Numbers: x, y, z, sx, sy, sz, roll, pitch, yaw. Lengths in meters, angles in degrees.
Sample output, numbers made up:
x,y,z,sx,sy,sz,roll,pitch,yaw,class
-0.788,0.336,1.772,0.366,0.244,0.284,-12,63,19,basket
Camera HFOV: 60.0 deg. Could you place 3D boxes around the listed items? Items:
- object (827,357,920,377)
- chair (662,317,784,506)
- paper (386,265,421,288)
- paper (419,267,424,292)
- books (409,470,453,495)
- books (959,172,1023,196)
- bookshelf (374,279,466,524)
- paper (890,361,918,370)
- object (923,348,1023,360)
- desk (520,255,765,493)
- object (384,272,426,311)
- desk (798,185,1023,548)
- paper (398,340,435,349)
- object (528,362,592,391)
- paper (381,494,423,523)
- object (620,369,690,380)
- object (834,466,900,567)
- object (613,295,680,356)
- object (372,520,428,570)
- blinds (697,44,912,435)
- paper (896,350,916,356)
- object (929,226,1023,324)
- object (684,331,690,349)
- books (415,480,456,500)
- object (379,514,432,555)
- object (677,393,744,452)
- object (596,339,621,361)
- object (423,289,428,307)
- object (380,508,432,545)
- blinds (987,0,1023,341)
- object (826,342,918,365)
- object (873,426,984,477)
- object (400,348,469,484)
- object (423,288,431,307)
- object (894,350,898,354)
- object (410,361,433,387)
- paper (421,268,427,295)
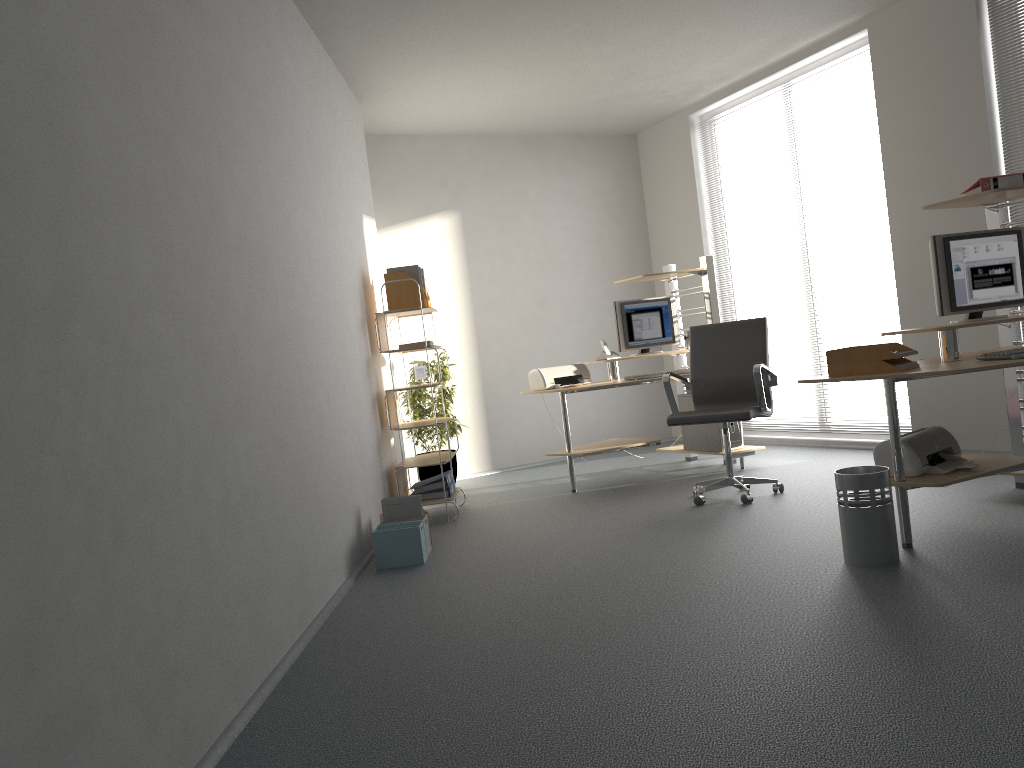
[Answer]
x,y,z,sx,sy,sz,roll,pitch,yaw,class
1.567,-0.081,3.848,0.309,0.060,0.225,-6,2,43,object
1.264,0.156,5.299,0.584,1.048,0.652,-6,2,30,chair
-0.708,-0.629,5.877,0.213,0.297,0.045,-7,2,-1,paper
-0.707,-0.633,6.000,0.213,0.297,0.045,-7,2,2,paper
-0.542,0.660,5.946,0.263,0.100,0.320,-7,2,2,books
2.342,-0.942,4.213,0.320,0.072,0.262,-7,2,6,books
-0.613,0.110,5.943,0.381,1.572,0.724,-7,2,2,bookshelf
1.569,-0.068,3.848,0.297,0.019,0.210,-6,2,43,paper
2.124,-0.111,3.976,0.478,0.082,0.814,-8,2,-18,object
0.908,-0.091,6.362,1.469,1.566,0.967,-8,2,-26,desk
-0.704,-0.609,5.857,0.243,0.259,0.113,-7,2,-1,object
2.121,-0.169,3.846,1.469,1.566,0.967,-8,2,-26,desk
-0.643,-0.259,6.028,0.213,0.046,0.297,-7,2,1,paper
0.390,-0.059,6.379,0.438,0.162,0.351,-8,2,-34,object
-0.584,0.763,4.810,0.220,0.306,0.068,-7,2,1,paper
0.952,-0.039,6.494,0.478,0.082,0.814,-8,2,-18,object
1.426,0.532,3.564,0.208,0.377,0.208,-7,2,18,object
1.006,-0.434,6.719,0.516,0.418,0.245,-7,2,-11,object
-0.578,0.839,4.612,0.245,0.202,0.185,-7,2,1,object
2.244,-0.975,7.044,0.037,2.749,1.950,-8,2,-26,blinds
1.562,-0.120,3.846,0.297,0.010,0.210,-6,2,43,paper
2.211,-0.511,4.223,0.516,0.418,0.245,-7,2,-4,object
1.371,-0.335,6.648,0.154,0.135,0.093,-7,2,11,object
-0.525,0.713,5.947,0.262,0.072,0.320,-7,2,2,books
-0.576,0.833,4.797,0.245,0.202,0.185,-7,2,1,object
1.465,0.271,6.533,0.199,0.422,0.471,-8,2,-26,object
0.702,-0.257,6.541,0.150,0.151,0.119,-8,2,-40,object
-0.704,-0.613,5.981,0.243,0.259,0.113,-7,2,2,object
-0.600,0.830,5.023,0.245,0.202,0.185,-8,2,-17,object
3.461,-1.052,4.522,0.022,2.770,1.950,-8,2,-26,blinds
1.560,-0.136,3.847,0.309,0.060,0.225,-6,2,43,object
1.837,0.288,3.854,0.438,0.162,0.351,-9,2,-41,object
-0.618,0.296,7.101,0.544,1.147,0.644,-7,2,3,object
-0.695,-0.617,6.105,0.243,0.259,0.113,-7,2,5,object
1.635,-0.135,3.775,0.008,0.009,0.159,-6,2,28,object
-0.614,-0.072,5.929,0.077,0.161,0.192,-6,2,20,object
-0.697,-0.637,6.125,0.213,0.297,0.045,-7,2,5,paper
